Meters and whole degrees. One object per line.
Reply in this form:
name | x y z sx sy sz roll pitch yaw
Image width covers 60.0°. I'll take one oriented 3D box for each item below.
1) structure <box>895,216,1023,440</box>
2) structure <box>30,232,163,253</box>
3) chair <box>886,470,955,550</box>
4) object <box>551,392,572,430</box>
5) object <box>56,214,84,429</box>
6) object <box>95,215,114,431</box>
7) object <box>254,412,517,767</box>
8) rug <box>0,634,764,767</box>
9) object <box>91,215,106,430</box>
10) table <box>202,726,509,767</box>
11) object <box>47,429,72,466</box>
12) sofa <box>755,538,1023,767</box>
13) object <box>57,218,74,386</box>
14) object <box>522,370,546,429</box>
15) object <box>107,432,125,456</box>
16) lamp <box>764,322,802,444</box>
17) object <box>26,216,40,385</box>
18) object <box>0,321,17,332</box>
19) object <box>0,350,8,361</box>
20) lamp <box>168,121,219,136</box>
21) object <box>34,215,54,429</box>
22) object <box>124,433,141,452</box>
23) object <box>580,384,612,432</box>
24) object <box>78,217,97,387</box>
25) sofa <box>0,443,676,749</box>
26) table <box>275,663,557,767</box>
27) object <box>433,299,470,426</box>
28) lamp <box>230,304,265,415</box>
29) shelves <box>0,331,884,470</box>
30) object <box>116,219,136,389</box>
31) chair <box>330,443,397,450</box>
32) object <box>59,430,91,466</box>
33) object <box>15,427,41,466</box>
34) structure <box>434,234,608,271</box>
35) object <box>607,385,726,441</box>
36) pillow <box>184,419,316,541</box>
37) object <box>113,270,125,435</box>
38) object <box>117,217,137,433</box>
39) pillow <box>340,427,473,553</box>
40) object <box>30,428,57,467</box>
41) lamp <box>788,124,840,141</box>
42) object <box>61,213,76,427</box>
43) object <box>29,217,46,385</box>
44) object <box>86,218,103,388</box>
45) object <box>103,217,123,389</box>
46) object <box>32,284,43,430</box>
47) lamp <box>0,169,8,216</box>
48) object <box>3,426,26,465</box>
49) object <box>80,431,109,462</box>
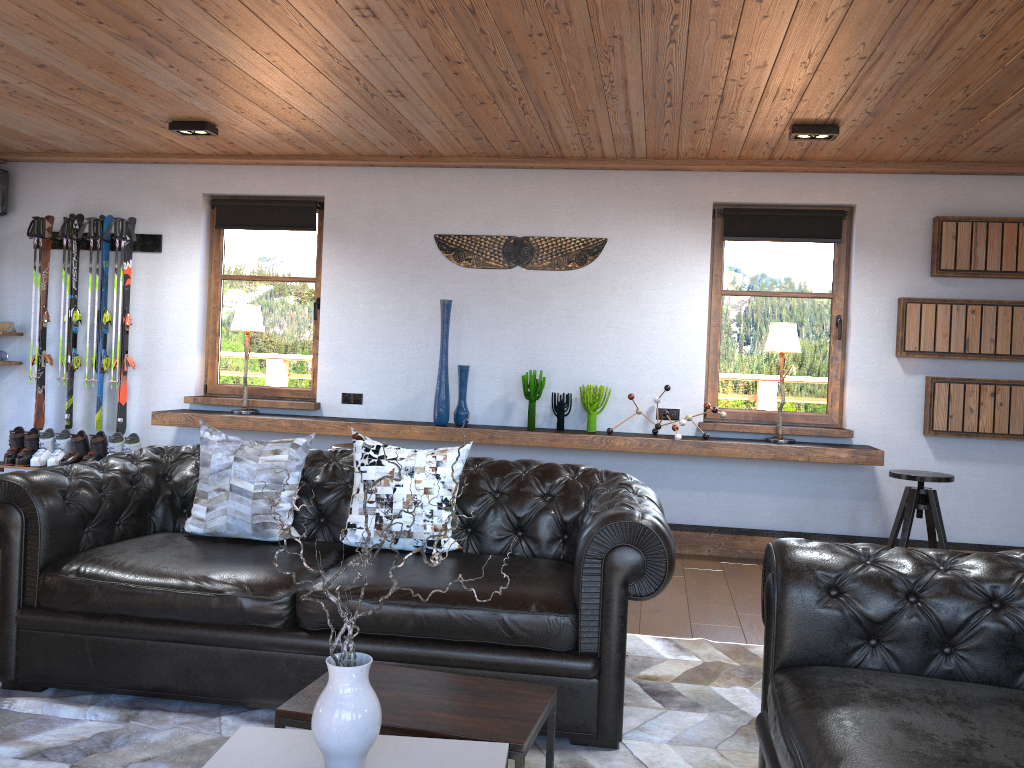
structure | 3.503 -0.352 5.867 1.846 1.445 0.322 3 1 8
structure | -3.176 -1.079 6.616 1.047 0.135 0.320 3 1 8
chair | 2.450 0.898 5.340 0.391 0.721 0.394 3 1 9
object | 0.337 0.191 6.139 0.130 0.260 0.122 2 1 -21
object | -3.290 -0.469 6.590 0.103 1.622 0.255 3 0 5
object | -3.044 -0.460 6.659 0.072 1.622 0.112 3 0 9
object | -0.310 0.442 1.879 0.615 0.808 0.409 3 1 20
rug | -0.216 1.154 3.084 4.029 0.053 2.441 3 1 9
object | -3.116 -0.464 6.680 0.072 1.622 0.112 3 0 9
table | -0.353 1.018 1.927 0.649 0.350 0.401 3 1 3
object | -3.328 0.469 6.541 0.116 0.270 0.253 3 1 14
sofa | 1.143 0.858 1.412 1.235 0.838 2.575 3 1 8
object | -3.332 -0.609 6.576 0.121 1.249 0.059 2 0 -10
object | 0.142 0.109 6.116 0.160 0.410 0.145 2 1 -23
object | -2.905 0.489 6.467 0.116 0.270 0.252 2 1 4
lamp | 1.772 0.333 6.078 0.246 1.481 0.632 2 1 1
object | -3.539 -0.617 6.531 0.059 1.249 0.120 2 0 -9
object | -3.873 -0.437 6.751 0.159 0.084 0.190 3 1 8
object | -3.979 -0.223 6.765 0.347 0.084 0.190 4 2 44
lamp | -2.016 -1.623 5.616 0.260 0.068 0.156 3 1 8
object | -3.486 -0.463 6.664 0.095 1.606 0.115 3 0 9
object | -2.780 0.495 6.449 0.116 0.270 0.252 2 1 4
object | 0.560 0.166 6.121 0.184 0.332 0.197 2 1 -32
object | -3.125 -0.598 6.482 0.122 1.249 0.058 2 1 -34
sofa | -0.650 0.730 3.618 2.558 0.838 1.243 3 1 8
table | -0.244 1.013 2.373 0.647 0.350 0.402 3 1 13
object | -0.402 -0.144 6.127 0.277 0.862 0.110 2 1 -36
lamp | -1.898 0.162 6.617 0.245 1.481 0.635 3 1 13
shelves | -0.885 0.235 6.310 6.620 0.988 0.614 3 1 8
object | -2.849 -0.587 6.521 0.122 1.249 0.058 2 1 -29
chair | -0.945 0.747 5.623 0.439 0.716 0.443 3 1 13
object | -3.205 0.475 6.505 0.115 0.270 0.254 3 1 29
object | -3.572 0.458 6.560 0.116 0.270 0.253 3 1 14
structure | 0.042 -0.930 6.256 1.244 0.240 0.099 3 1 8
object | 1.046 0.180 5.973 0.639 0.349 0.527 3 1 36
pillow | -1.105 0.397 3.731 0.526 0.469 0.284 3 1 11
object | -2.920 -0.422 6.596 0.095 1.606 0.115 3 0 9
object | -2.825 -0.432 6.572 0.095 1.606 0.115 3 0 9
pillow | -0.434 0.428 3.637 0.526 0.469 0.284 3 1 11
object | -3.450 0.463 6.543 0.116 0.270 0.253 3 1 14
lamp | 1.732 -1.450 5.090 0.260 0.068 0.156 3 1 8
object | -3.341 -0.473 6.680 0.072 1.622 0.112 3 0 9
object | -3.563 -0.620 6.609 0.121 1.249 0.059 2 0 -10
object | -3.101 -0.599 6.544 0.121 1.249 0.059 2 0 -10
object | -2.919 -0.588 6.438 0.122 1.249 0.058 2 1 -25
object | -3.580 -0.453 6.689 0.095 1.606 0.115 3 0 9
lamp | -3.984 -1.467 6.761 0.213 0.349 0.214 3 1 9
object | -3.688 0.452 6.578 0.116 0.270 0.251 2 1 -1
object | -3.066 0.481 6.518 0.115 0.270 0.254 3 1 24
